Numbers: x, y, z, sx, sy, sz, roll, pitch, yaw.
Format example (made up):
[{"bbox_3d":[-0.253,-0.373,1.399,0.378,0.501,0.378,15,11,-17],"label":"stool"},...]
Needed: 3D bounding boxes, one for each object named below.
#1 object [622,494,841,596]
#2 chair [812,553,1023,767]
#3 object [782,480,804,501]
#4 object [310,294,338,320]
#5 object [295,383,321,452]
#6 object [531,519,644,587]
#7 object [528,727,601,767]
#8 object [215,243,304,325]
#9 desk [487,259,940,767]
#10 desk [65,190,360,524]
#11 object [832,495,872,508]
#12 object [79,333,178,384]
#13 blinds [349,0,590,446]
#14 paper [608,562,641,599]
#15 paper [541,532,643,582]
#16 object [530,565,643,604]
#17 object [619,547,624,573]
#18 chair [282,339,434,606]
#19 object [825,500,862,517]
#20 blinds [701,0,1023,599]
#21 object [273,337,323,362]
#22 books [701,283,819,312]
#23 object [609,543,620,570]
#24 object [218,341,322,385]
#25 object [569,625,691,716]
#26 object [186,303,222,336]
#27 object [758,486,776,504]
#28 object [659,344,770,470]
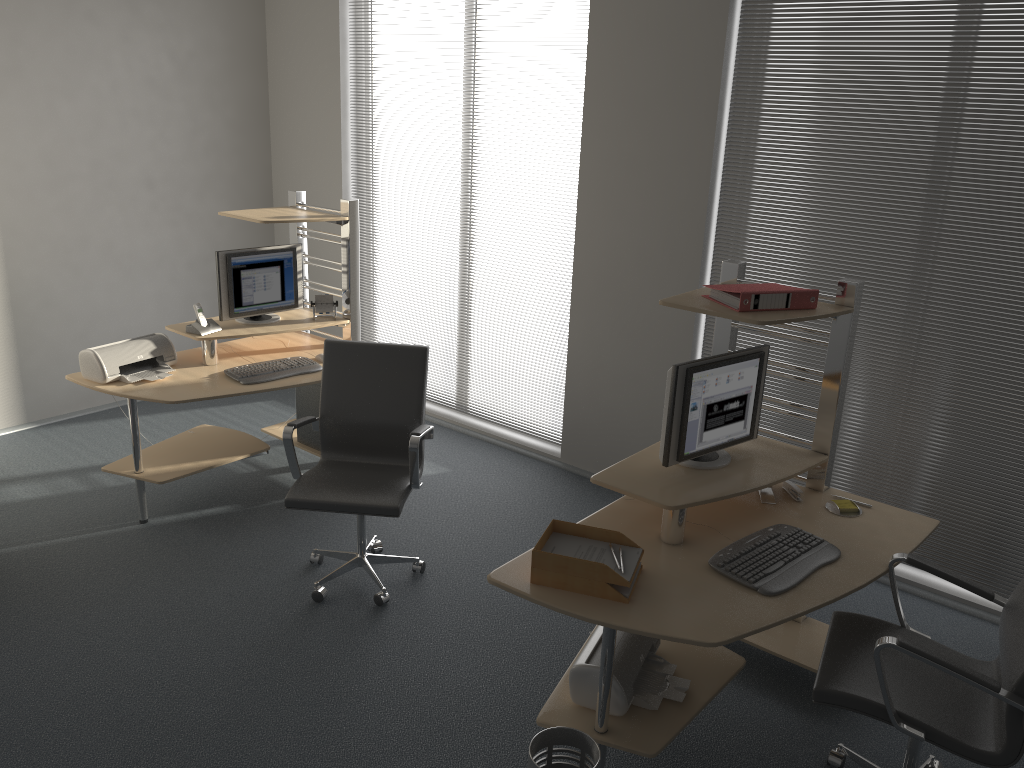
[{"bbox_3d":[0.690,0.525,3.137,0.478,0.082,0.814,-14,24,-41],"label":"object"},{"bbox_3d":[1.287,0.903,2.703,0.652,1.048,0.584,11,20,24],"label":"chair"},{"bbox_3d":[1.087,0.410,3.435,0.022,0.042,0.134,0,18,-9],"label":"object"},{"bbox_3d":[-1.072,-0.440,5.065,0.154,0.135,0.093,-2,19,-14],"label":"object"},{"bbox_3d":[-1.026,0.176,5.151,0.471,0.422,0.199,17,23,36],"label":"object"},{"bbox_3d":[0.242,0.523,2.770,0.309,0.060,0.225,8,19,17],"label":"object"},{"bbox_3d":[0.145,1.240,2.624,0.208,0.377,0.208,0,18,-7],"label":"object"},{"bbox_3d":[-1.416,-0.563,4.942,0.516,0.418,0.245,-10,22,-34],"label":"object"},{"bbox_3d":[0.750,0.505,3.010,0.967,1.566,1.469,17,23,36],"label":"desk"},{"bbox_3d":[-1.402,-0.139,4.672,0.967,1.566,1.469,17,23,36],"label":"desk"},{"bbox_3d":[1.300,0.447,3.399,0.158,0.011,0.011,15,22,34],"label":"object"},{"bbox_3d":[-1.878,-0.125,4.465,0.351,0.162,0.438,13,21,29],"label":"object"},{"bbox_3d":[-0.364,-1.143,5.643,1.950,2.749,0.037,17,23,36],"label":"blinds"},{"bbox_3d":[0.240,0.588,2.791,0.297,0.019,0.210,8,19,17],"label":"paper"},{"bbox_3d":[0.242,0.539,2.775,0.297,0.010,0.210,8,19,17],"label":"paper"},{"bbox_3d":[0.239,0.576,2.788,0.309,0.060,0.225,8,19,17],"label":"object"},{"bbox_3d":[0.339,0.545,2.742,0.008,0.009,0.159,3,18,2],"label":"object"},{"bbox_3d":[-0.673,0.399,3.966,0.584,1.048,0.652,4,18,4],"label":"chair"},{"bbox_3d":[1.249,0.459,3.334,0.132,0.026,0.132,17,23,37],"label":"object"},{"bbox_3d":[1.794,-0.497,3.979,1.950,2.770,0.022,17,23,36],"label":"blinds"},{"bbox_3d":[-1.231,-0.207,5.087,0.742,0.088,0.168,18,24,38],"label":"object"},{"bbox_3d":[0.904,-0.333,3.243,0.320,0.072,0.262,-4,19,-18],"label":"books"},{"bbox_3d":[0.320,0.537,2.764,0.008,0.009,0.159,1,18,-6],"label":"object"},{"bbox_3d":[-1.425,-0.124,4.817,0.478,0.082,0.814,-14,24,-41],"label":"object"},{"bbox_3d":[0.427,0.935,2.999,0.351,0.162,0.438,10,20,22],"label":"object"},{"bbox_3d":[-1.638,-0.351,4.696,0.119,0.151,0.150,11,20,23],"label":"object"},{"bbox_3d":[0.982,0.398,3.421,0.054,0.064,0.159,4,18,5],"label":"object"},{"bbox_3d":[0.721,0.075,3.296,0.516,0.418,0.245,-7,21,-28],"label":"object"}]
